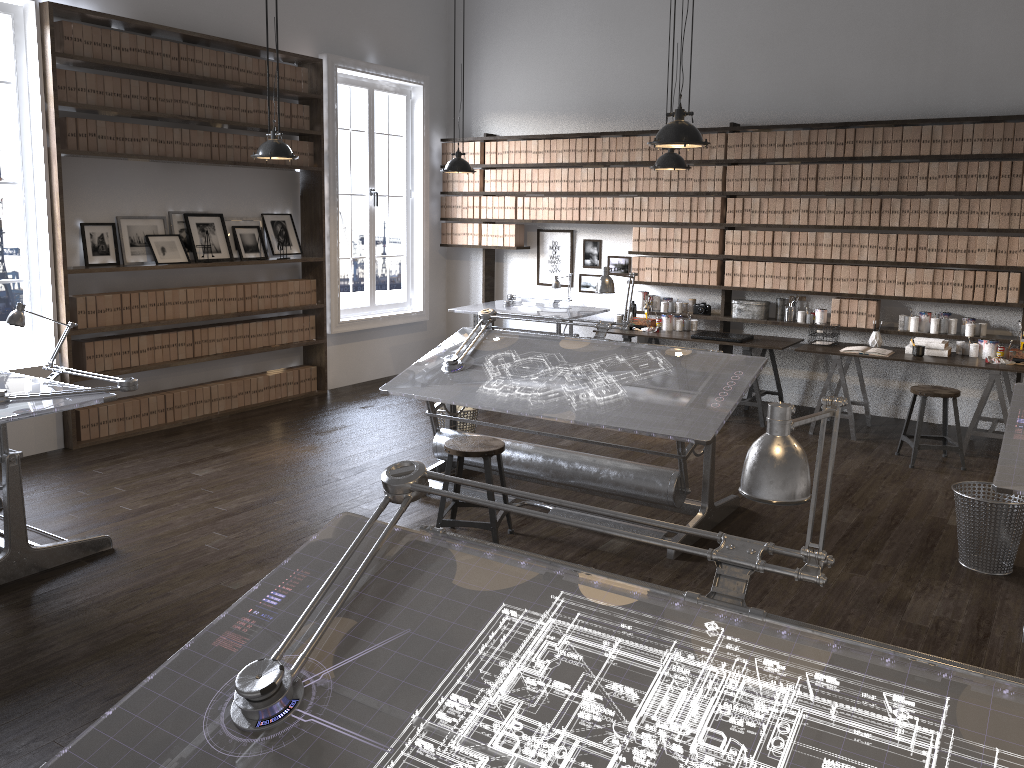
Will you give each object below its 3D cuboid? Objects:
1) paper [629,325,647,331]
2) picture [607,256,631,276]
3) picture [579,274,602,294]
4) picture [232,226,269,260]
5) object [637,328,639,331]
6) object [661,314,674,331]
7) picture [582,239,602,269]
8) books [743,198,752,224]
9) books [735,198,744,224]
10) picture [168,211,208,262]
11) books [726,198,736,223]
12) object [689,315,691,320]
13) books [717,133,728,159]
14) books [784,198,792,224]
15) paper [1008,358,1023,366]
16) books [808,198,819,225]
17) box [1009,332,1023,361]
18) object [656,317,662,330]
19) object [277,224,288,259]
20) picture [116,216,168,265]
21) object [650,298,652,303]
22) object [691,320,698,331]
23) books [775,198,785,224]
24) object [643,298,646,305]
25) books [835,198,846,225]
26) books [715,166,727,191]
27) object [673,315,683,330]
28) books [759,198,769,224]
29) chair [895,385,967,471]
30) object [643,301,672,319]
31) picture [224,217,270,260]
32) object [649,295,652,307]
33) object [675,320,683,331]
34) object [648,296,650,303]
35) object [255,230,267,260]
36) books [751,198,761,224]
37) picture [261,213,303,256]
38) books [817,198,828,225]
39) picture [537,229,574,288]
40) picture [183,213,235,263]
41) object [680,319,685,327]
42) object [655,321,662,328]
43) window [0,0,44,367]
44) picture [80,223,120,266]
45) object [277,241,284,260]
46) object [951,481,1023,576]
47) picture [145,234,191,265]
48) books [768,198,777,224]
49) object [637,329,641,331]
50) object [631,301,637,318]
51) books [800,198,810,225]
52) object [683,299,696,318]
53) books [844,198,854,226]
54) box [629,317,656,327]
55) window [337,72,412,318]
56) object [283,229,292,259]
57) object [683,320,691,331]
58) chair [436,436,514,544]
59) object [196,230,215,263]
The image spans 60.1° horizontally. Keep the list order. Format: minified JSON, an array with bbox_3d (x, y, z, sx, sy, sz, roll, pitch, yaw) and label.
[{"bbox_3d":[1.117,-0.503,7.909,0.155,0.038,0.138,4,11,18],"label":"paper"},{"bbox_3d":[1.040,-1.149,8.591,0.252,0.182,0.023,7,10,32],"label":"picture"},{"bbox_3d":[0.778,-0.996,8.783,0.252,0.182,0.023,7,10,32],"label":"picture"},{"bbox_3d":[-2.235,-1.204,7.560,0.127,0.288,0.291,6,11,32],"label":"picture"},{"bbox_3d":[1.120,-0.484,7.866,0.006,0.006,0.158,3,11,12],"label":"object"},{"bbox_3d":[1.390,-0.551,7.925,0.105,0.140,0.104,5,10,25],"label":"object"},{"bbox_3d":[0.792,-1.284,8.738,0.202,0.282,0.022,7,10,32],"label":"picture"},{"bbox_3d":[2.067,-1.495,7.671,0.067,0.224,0.175,6,11,32],"label":"books"},{"bbox_3d":[2.001,-1.503,7.707,0.067,0.224,0.175,6,11,32],"label":"books"},{"bbox_3d":[-2.571,-1.182,7.117,0.091,0.403,0.371,6,11,32],"label":"picture"},{"bbox_3d":[1.942,-1.512,7.752,0.067,0.224,0.175,6,11,32],"label":"books"},{"bbox_3d":[1.591,-0.555,7.954,0.030,0.132,0.004,5,9,28],"label":"object"},{"bbox_3d":[1.855,-2.067,7.727,0.067,0.224,0.175,6,11,32],"label":"books"},{"bbox_3d":[2.357,-1.454,7.484,0.067,0.224,0.175,6,11,32],"label":"books"},{"bbox_3d":[3.630,-0.155,6.300,0.138,0.038,0.156,-9,14,-41],"label":"paper"},{"bbox_3d":[2.530,-1.431,7.373,0.067,0.224,0.175,6,11,32],"label":"books"},{"bbox_3d":[3.728,-0.263,6.407,0.212,0.206,0.138,7,11,33],"label":"box"},{"bbox_3d":[1.313,-0.540,7.930,0.050,0.111,0.049,6,10,29],"label":"object"},{"bbox_3d":[-1.995,-1.234,7.703,0.040,0.302,0.119,6,10,32],"label":"object"},{"bbox_3d":[-2.801,-1.096,6.760,0.083,0.362,0.418,6,11,32],"label":"picture"},{"bbox_3d":[1.238,-0.691,8.015,0.055,0.191,0.006,6,10,32],"label":"object"},{"bbox_3d":[1.625,-0.525,7.902,0.062,0.094,0.062,0,9,-8],"label":"object"},{"bbox_3d":[2.299,-1.461,7.516,0.067,0.224,0.175,6,11,32],"label":"books"},{"bbox_3d":[1.220,-0.687,8.023,0.071,0.185,0.008,6,10,33],"label":"object"},{"bbox_3d":[2.705,-1.405,7.255,0.067,0.224,0.175,6,11,32],"label":"books"},{"bbox_3d":[1.846,-1.795,7.771,0.067,0.224,0.175,6,11,32],"label":"books"},{"bbox_3d":[1.489,-0.556,7.990,0.095,0.127,0.094,8,11,36],"label":"object"},{"bbox_3d":[2.186,-1.478,7.595,0.067,0.224,0.175,6,11,32],"label":"books"},{"bbox_3d":[2.915,0.296,6.144,0.372,0.524,0.361,2,9,6],"label":"chair"},{"bbox_3d":[1.339,-0.676,8.100,0.345,0.145,0.077,-6,11,-34],"label":"object"},{"bbox_3d":[-2.275,-1.240,7.567,0.095,0.358,0.436,6,11,32],"label":"picture"},{"bbox_3d":[1.289,-0.763,8.312,0.050,0.138,0.051,6,10,30],"label":"object"},{"bbox_3d":[1.490,-0.522,7.880,0.062,0.094,0.062,-2,9,-17],"label":"object"},{"bbox_3d":[1.227,-0.695,8.004,0.007,0.212,0.055,-2,9,-22],"label":"object"},{"bbox_3d":[-2.125,-1.173,7.492,0.040,0.258,0.124,6,10,32],"label":"object"},{"bbox_3d":[2.124,-1.486,7.629,0.067,0.224,0.175,6,11,32],"label":"books"},{"bbox_3d":[-2.041,-1.330,7.867,0.161,0.362,0.345,6,11,32],"label":"picture"},{"bbox_3d":[2.589,-1.423,7.338,0.067,0.224,0.175,6,11,32],"label":"books"},{"bbox_3d":[0.435,-1.274,8.961,0.416,0.570,0.040,7,10,33],"label":"picture"},{"bbox_3d":[-2.459,-1.188,7.194,0.149,0.388,0.375,6,11,32],"label":"picture"},{"bbox_3d":[1.524,-0.532,7.932,0.045,0.100,0.044,6,10,32],"label":"object"},{"bbox_3d":[1.326,-0.541,7.999,0.060,0.088,0.060,6,10,28],"label":"object"},{"bbox_3d":[-3.643,-1.207,5.452,0.153,2.479,1.490,6,10,32],"label":"window"},{"bbox_3d":[-3.011,-1.020,6.478,0.058,0.313,0.268,6,11,32],"label":"picture"},{"bbox_3d":[-1.999,-1.153,7.644,0.040,0.164,0.067,6,10,32],"label":"object"},{"bbox_3d":[2.323,0.707,4.317,0.354,0.375,0.355,-6,12,-35],"label":"object"},{"bbox_3d":[-2.659,-1.041,6.852,0.145,0.227,0.301,7,11,32],"label":"picture"},{"bbox_3d":[2.245,-1.470,7.557,0.067,0.224,0.175,6,11,32],"label":"books"},{"bbox_3d":[1.128,-0.480,7.874,0.008,0.006,0.120,-2,11,-16],"label":"object"},{"bbox_3d":[1.116,-0.654,8.187,0.069,0.228,0.068,6,10,29],"label":"object"},{"bbox_3d":[2.469,-1.438,7.408,0.067,0.224,0.175,6,11,32],"label":"books"},{"bbox_3d":[1.634,-0.691,8.076,0.107,0.160,0.238,1,10,-2],"label":"object"},{"bbox_3d":[2.765,-1.397,7.216,0.067,0.224,0.175,6,11,32],"label":"books"},{"bbox_3d":[1.188,-0.554,8.042,0.212,0.083,0.138,8,12,32],"label":"box"},{"bbox_3d":[-1.385,-1.805,8.684,0.153,2.292,1.251,6,10,32],"label":"window"},{"bbox_3d":[-1.981,-1.227,7.779,0.040,0.260,0.111,6,10,32],"label":"object"},{"bbox_3d":[1.560,-0.522,7.887,0.062,0.093,0.064,0,9,-8],"label":"object"},{"bbox_3d":[-0.193,0.561,4.529,0.358,0.524,0.374,3,9,11],"label":"chair"},{"bbox_3d":[-2.429,-1.085,7.004,0.040,0.258,0.175,6,10,32],"label":"object"}]
